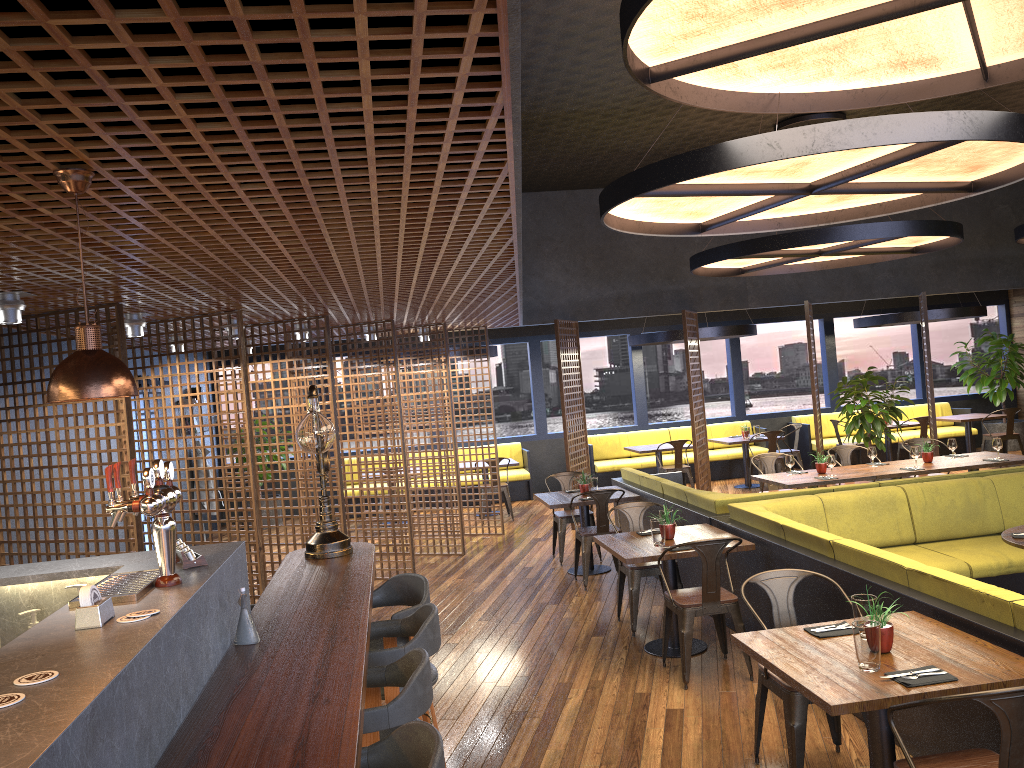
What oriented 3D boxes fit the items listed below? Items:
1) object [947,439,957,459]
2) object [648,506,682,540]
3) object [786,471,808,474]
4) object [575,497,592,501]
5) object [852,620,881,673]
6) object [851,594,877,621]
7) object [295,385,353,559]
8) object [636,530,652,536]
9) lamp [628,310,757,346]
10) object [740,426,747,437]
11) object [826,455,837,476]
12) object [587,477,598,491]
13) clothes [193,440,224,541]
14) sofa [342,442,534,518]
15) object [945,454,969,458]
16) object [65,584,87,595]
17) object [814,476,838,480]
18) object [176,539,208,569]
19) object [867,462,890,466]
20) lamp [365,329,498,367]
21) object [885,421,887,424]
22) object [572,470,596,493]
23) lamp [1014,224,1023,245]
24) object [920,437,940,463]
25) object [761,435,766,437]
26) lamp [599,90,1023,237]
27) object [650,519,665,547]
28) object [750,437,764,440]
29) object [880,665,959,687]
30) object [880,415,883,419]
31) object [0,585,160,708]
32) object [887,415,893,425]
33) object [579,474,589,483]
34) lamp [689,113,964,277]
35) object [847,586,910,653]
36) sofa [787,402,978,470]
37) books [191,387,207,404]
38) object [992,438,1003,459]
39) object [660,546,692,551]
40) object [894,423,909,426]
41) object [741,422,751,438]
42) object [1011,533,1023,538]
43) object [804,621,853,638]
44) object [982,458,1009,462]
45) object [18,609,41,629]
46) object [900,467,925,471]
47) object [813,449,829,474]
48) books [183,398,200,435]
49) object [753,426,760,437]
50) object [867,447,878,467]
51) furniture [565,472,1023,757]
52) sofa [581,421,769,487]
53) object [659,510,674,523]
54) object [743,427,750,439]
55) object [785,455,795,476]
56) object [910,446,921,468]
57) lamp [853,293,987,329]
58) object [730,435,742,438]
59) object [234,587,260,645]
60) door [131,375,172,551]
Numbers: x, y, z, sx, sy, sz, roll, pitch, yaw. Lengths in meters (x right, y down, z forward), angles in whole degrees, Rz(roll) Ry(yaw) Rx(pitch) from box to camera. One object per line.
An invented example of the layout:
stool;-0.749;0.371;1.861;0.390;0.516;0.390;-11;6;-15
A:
object;4.653;0.684;9.368;0.097;0.206;0.097;-5;0;38
object;1.109;0.963;6.285;0.260;0.271;0.238;-5;0;-6
object;2.983;0.919;9.248;0.157;0.019;0.255;-5;0;-8
object;0.741;1.108;8.627;0.255;0.019;0.157;-5;0;-8
object;1.361;1.004;3.394;0.102;0.178;0.102;-5;0;28
object;1.497;0.991;3.756;0.102;0.178;0.102;-5;0;-22
object;-1.049;0.475;4.900;0.263;0.944;0.566;-5;0;-15
object;1.059;1.092;6.581;0.255;0.019;0.157;-5;0;-8
lamp;2.733;-1.762;13.903;1.979;2.172;1.979;-5;0;37
object;3.675;0.752;14.054;0.102;0.178;0.102;-5;0;-22
object;3.175;0.811;8.819;0.097;0.206;0.097;-5;0;38
object;0.804;1.022;8.796;0.102;0.178;0.102;-5;0;-2
clothes;-4.355;1.540;12.712;0.401;1.494;0.423;-5;0;-12
sofa;-1.242;1.561;14.508;3.061;0.914;0.966;-5;0;-8
object;4.776;0.767;9.499;0.157;0.019;0.255;-5;0;-8
object;-1.667;0.974;3.456;0.133;0.385;0.133;-5;0;31
object;3.068;0.915;8.689;0.157;0.019;0.255;-5;0;-8
object;-1.200;0.623;3.289;0.091;0.091;0.177;-5;0;-33
object;3.879;0.843;9.373;0.157;0.019;0.255;-5;0;-8
lamp;-1.289;-1.420;13.341;1.979;2.172;1.979;-5;0;-1
object;5.986;0.510;14.200;0.238;0.271;0.260;-5;0;14
object;0.740;0.980;8.936;0.260;0.271;0.238;-5;0;-6
lamp;7.264;-2.503;10.093;2.778;1.362;2.778;-5;0;-43
object;4.297;0.679;9.193;0.238;0.271;0.260;-5;0;14
object;3.973;0.808;13.895;0.157;0.019;0.255;-5;0;-8
lamp;1.915;-1.954;5.849;2.778;1.475;2.778;-5;0;-4
object;1.003;1.020;6.075;0.102;0.178;0.102;-5;0;-22
object;3.708;0.832;13.549;0.255;0.019;0.157;-5;0;-8
object;1.487;1.074;3.270;0.255;0.019;0.157;-5;0;-8
object;6.024;0.552;14.381;0.102;0.178;0.102;-5;0;-22
object;-1.069;0.611;2.198;0.200;0.106;0.766;-5;0;-8
object;5.978;0.558;14.025;0.102;0.178;0.102;-5;0;-22
object;0.751;1.025;9.113;0.102;0.178;0.102;-5;0;8
lamp;3.288;-2.090;9.618;2.778;1.475;2.778;-5;0;-8
object;1.473;0.947;3.586;0.238;0.271;0.260;-5;0;14
sofa;6.518;0.902;15.592;3.061;0.914;0.966;-5;0;-8
books;-4.581;0.170;12.944;0.177;0.245;0.450;-5;0;-8
object;4.969;0.659;9.070;0.097;0.206;0.097;-5;0;38
object;1.115;1.091;5.945;0.255;0.019;0.157;-5;0;-8
object;6.057;0.632;13.876;0.255;0.019;0.157;-5;0;-8
object;3.659;0.708;13.879;0.238;0.271;0.260;-5;0;14
object;3.201;0.922;5.425;0.255;0.019;0.157;-5;0;24
object;1.431;1.076;3.907;0.255;0.019;0.157;-5;0;-8
object;4.861;0.763;8.940;0.157;0.019;0.255;-5;0;-8
object;-1.857;1.032;3.465;0.133;0.301;0.133;-5;0;-2
object;3.965;0.839;8.814;0.157;0.019;0.255;-5;0;-8
object;3.138;0.778;9.031;0.238;0.271;0.260;-5;0;14
books;-4.456;0.452;12.280;0.223;0.489;0.286;-5;0;-17
object;3.817;0.741;13.822;0.102;0.178;0.102;-5;0;-22
object;3.756;0.760;9.242;0.097;0.206;0.097;-5;0;38
furniture;3.774;1.184;6.228;4.895;0.914;7.462;-5;0;-13
sofa;2.778;1.219;15.070;3.061;0.914;0.966;-5;0;-8
object;1.124;1.008;6.431;0.102;0.178;0.102;-5;0;-22
object;3.629;0.758;13.698;0.102;0.178;0.102;-5;0;-22
object;2.860;0.836;9.117;0.097;0.206;0.097;-5;0;38
object;4.072;0.735;8.944;0.097;0.206;0.097;-5;0;38
lamp;6.531;-2.086;14.434;1.979;2.172;1.979;-5;0;-23
object;3.609;0.836;14.205;0.255;0.019;0.157;-5;0;-8
object;-0.990;0.851;3.265;0.114;0.203;0.069;-5;0;27
door;-4.221;1.086;10.383;0.052;2.386;2.441;-5;0;-8
